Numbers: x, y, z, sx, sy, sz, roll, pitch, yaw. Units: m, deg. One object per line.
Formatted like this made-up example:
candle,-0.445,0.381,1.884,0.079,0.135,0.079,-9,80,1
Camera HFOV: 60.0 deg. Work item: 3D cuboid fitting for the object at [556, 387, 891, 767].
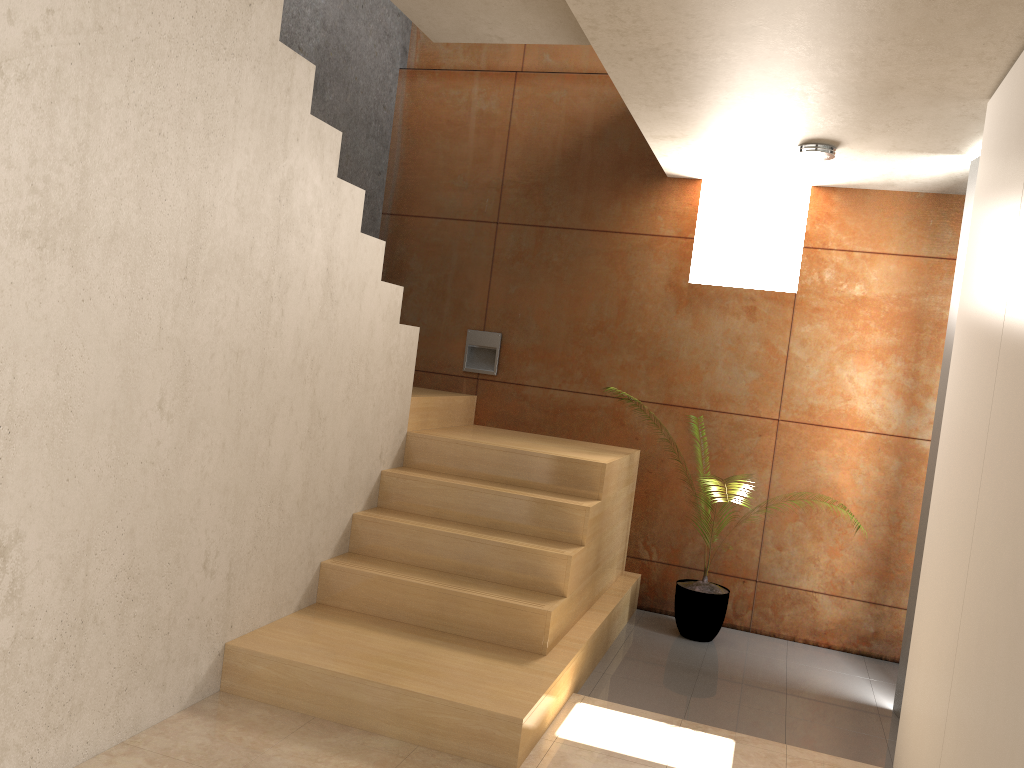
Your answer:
object,-0.117,0.744,2.432,4.200,1.455,6.200,8,2,17

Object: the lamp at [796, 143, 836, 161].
lamp,1.426,-1.088,4.159,0.173,0.044,0.173,8,2,22

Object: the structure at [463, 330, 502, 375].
structure,-0.174,-0.196,5.527,0.220,0.260,0.096,8,2,17

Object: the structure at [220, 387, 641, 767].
structure,-0.482,0.638,4.330,1.950,1.110,2.400,8,2,17
